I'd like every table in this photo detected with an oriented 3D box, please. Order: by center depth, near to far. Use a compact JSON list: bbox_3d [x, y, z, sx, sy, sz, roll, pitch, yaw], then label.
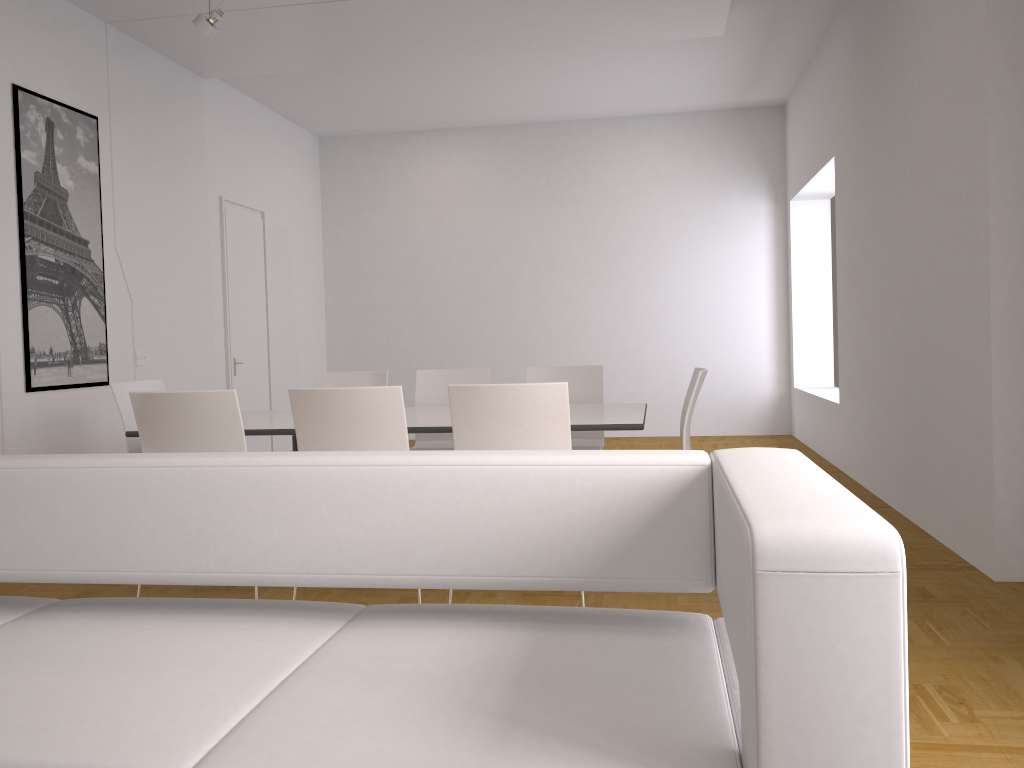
[{"bbox_3d":[-0.519,0.524,4.573,2.410,0.722,1.212,-1,2,9],"label":"table"}]

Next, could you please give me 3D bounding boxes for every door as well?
[{"bbox_3d":[-2.477,-0.461,8.305,0.132,2.451,0.872,-1,2,9],"label":"door"}]

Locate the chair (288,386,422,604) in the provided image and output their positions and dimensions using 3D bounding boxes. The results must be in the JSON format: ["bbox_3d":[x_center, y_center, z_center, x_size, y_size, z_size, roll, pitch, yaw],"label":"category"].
[{"bbox_3d":[-0.618,0.464,3.797,0.561,0.930,0.576,-1,2,9],"label":"chair"}]

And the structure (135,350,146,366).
[{"bbox_3d":[-2.635,-0.185,6.293,0.013,0.104,0.114,-1,2,9],"label":"structure"}]

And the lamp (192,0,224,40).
[{"bbox_3d":[-1.843,-2.259,5.344,0.167,0.364,0.173,-3,2,-38],"label":"lamp"}]

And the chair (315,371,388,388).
[{"bbox_3d":[-1.046,0.398,5.444,0.561,0.930,0.576,-1,2,9],"label":"chair"}]

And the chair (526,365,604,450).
[{"bbox_3d":[0.297,0.368,5.224,0.561,0.930,0.576,-1,2,9],"label":"chair"}]

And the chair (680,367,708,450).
[{"bbox_3d":[0.680,0.397,4.356,0.575,0.930,0.561,-1,2,9],"label":"chair"}]

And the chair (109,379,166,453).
[{"bbox_3d":[-1.773,0.446,4.757,0.575,0.930,0.561,-1,2,9],"label":"chair"}]

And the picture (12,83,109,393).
[{"bbox_3d":[-2.774,-0.859,5.505,0.016,1.779,0.787,-1,2,9],"label":"picture"}]

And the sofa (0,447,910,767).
[{"bbox_3d":[-0.750,0.597,1.653,2.622,0.848,0.823,-1,2,9],"label":"sofa"}]

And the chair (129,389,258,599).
[{"bbox_3d":[-1.310,0.479,3.910,0.561,0.930,0.576,-1,2,9],"label":"chair"}]

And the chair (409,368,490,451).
[{"bbox_3d":[-0.395,0.383,5.337,0.561,0.930,0.576,-1,2,9],"label":"chair"}]

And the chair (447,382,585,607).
[{"bbox_3d":[0.034,0.449,3.690,0.561,0.930,0.576,-1,2,9],"label":"chair"}]
